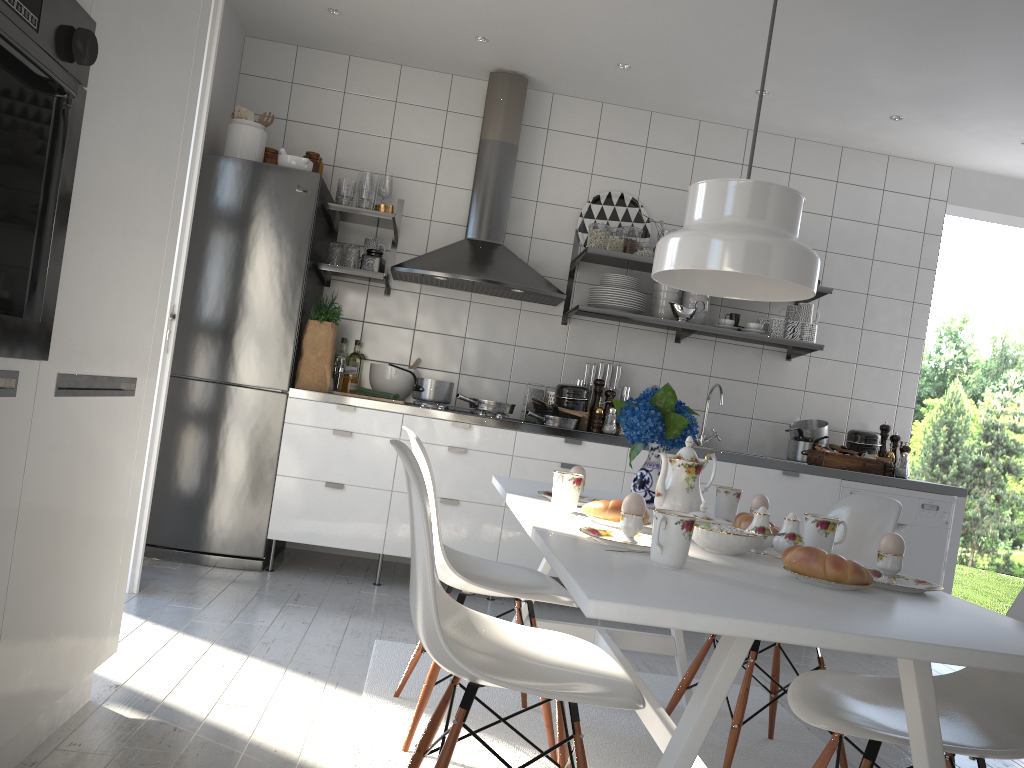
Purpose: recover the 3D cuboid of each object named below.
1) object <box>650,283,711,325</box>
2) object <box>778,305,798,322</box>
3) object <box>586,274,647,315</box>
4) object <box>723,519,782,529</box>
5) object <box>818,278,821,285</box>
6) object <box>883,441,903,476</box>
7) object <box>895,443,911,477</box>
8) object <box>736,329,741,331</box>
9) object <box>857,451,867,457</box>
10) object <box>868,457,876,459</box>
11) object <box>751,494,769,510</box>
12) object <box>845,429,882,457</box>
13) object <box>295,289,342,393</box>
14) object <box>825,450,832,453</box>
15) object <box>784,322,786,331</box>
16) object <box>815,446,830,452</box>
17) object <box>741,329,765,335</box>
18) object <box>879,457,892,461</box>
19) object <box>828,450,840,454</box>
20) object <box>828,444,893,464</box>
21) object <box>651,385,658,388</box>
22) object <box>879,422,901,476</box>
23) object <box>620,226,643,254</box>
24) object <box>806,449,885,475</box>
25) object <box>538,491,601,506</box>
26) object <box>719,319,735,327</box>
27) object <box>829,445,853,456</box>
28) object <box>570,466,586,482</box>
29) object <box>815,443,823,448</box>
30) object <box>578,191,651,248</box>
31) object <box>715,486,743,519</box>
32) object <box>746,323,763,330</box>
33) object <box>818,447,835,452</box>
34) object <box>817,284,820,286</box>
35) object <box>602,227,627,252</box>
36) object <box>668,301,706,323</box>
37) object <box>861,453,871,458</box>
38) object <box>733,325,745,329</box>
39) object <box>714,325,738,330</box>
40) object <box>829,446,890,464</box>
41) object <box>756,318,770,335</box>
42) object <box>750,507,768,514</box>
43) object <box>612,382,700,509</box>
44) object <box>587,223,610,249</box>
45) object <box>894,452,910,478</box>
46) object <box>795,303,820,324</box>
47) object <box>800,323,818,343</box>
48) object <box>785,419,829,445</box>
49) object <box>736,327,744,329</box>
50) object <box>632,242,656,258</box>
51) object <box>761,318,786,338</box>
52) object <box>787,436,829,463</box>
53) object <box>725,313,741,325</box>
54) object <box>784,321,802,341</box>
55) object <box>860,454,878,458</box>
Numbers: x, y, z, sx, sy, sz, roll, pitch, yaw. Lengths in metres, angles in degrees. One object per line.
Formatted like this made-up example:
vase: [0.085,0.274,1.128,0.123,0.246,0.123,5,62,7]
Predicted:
object: [0.871,-0.402,4.606,0.310,0.217,0.150,9,0,-8]
object: [1.457,-0.355,4.626,0.083,0.100,0.108,9,0,-36]
object: [0.535,-0.445,4.503,0.306,0.195,0.301,9,-1,-1]
object: [0.662,0.392,2.398,0.201,0.016,0.201,9,-1,0]
object: [1.533,-0.527,4.536,0.069,0.059,0.082,9,-1,-27]
object: [2.010,0.391,4.696,0.081,0.192,0.058,8,1,-16]
object: [2.087,0.407,4.724,0.058,0.184,0.058,9,1,23]
object: [1.147,-0.272,4.599,0.121,0.021,0.121,8,-2,29]
object: [1.770,0.384,4.639,0.242,0.082,0.348,8,-2,36]
object: [1.758,0.389,4.340,0.069,0.062,0.042,8,0,26]
object: [0.670,0.328,2.397,0.048,0.063,0.048,9,0,-1]
object: [1.864,0.322,4.705,0.191,0.159,0.197,9,-1,-44]
object: [-0.899,-0.212,4.142,0.174,0.509,0.282,8,0,-18]
object: [1.546,0.349,4.328,0.049,0.048,0.048,9,0,6]
object: [1.404,-0.263,4.571,0.083,0.100,0.108,9,0,-36]
object: [1.592,0.366,4.351,0.216,0.093,0.030,8,0,20]
object: [1.209,-0.257,4.448,0.121,0.021,0.121,9,-1,-1]
object: [1.807,0.375,4.623,0.065,0.021,0.335,10,-2,-42]
object: [1.657,0.380,4.355,0.220,0.084,0.030,8,0,20]
object: [1.798,0.361,4.586,0.333,0.061,0.059,7,-1,43]
object: [0.751,0.151,4.756,0.157,0.294,0.047,9,1,-5]
object: [2.028,0.350,4.779,0.123,0.283,0.061,9,1,0]
object: [0.598,-0.712,4.535,0.121,0.171,0.121,9,0,14]
object: [1.654,0.376,4.402,0.301,0.100,0.211,9,-1,-3]
object: [0.168,0.318,2.426,0.201,0.016,0.201,9,-1,0]
object: [1.078,-0.298,4.458,0.079,0.048,0.082,9,-1,-13]
object: [1.785,0.373,4.640,0.246,0.080,0.356,9,-1,3]
object: [0.178,0.255,2.425,0.048,0.063,0.048,9,0,-1]
object: [1.655,0.372,4.494,0.266,0.107,0.048,9,0,-9]
object: [0.543,-0.827,4.708,0.395,0.393,0.053,9,1,-5]
object: [0.629,0.352,2.602,0.078,0.095,0.091,9,0,-12]
object: [1.211,-0.278,4.446,0.079,0.048,0.083,8,-1,7]
object: [1.566,0.363,4.450,0.118,0.099,0.084,9,0,-12]
object: [1.509,-0.498,4.525,0.121,0.021,0.121,9,-1,-1]
object: [0.508,-0.708,4.425,0.121,0.130,0.121,9,0,-19]
object: [0.873,-0.364,4.451,0.210,0.135,0.102,9,0,-23]
object: [1.770,0.375,4.434,0.050,0.058,0.053,9,0,-12]
object: [1.148,-0.291,4.600,0.121,0.023,0.121,9,-2,-25]
object: [1.075,-0.277,4.460,0.121,0.021,0.121,9,-1,-8]
object: [1.786,0.366,4.575,0.064,0.044,0.334,9,-2,-39]
object: [1.302,-0.280,4.555,0.108,0.100,0.083,8,0,29]
object: [0.665,0.365,2.397,0.048,0.057,0.048,8,0,35]
object: [0.412,0.178,2.618,0.266,0.377,0.236,9,0,-3]
object: [0.444,-0.734,4.572,0.121,0.171,0.121,9,0,14]
object: [2.056,0.425,4.654,0.069,0.135,0.069,8,0,-25]
object: [1.494,-0.353,4.482,0.108,0.100,0.083,8,0,29]
object: [1.512,-0.249,4.489,0.108,0.100,0.083,9,0,-16]
object: [1.505,0.253,4.649,0.372,0.169,0.202,9,-1,-28]
object: [1.149,-0.281,4.598,0.121,0.023,0.121,10,-2,-34]
object: [0.660,-0.659,4.431,0.121,0.079,0.121,9,-1,-19]
object: [1.328,-0.277,4.487,0.083,0.100,0.108,9,0,-36]
object: [1.589,0.345,4.621,0.200,0.154,0.347,9,-1,-21]
object: [1.148,-0.326,4.604,0.055,0.078,0.070,9,0,-45]
object: [1.430,-0.262,4.481,0.108,0.100,0.083,9,0,-16]
object: [1.708,0.385,4.475,0.271,0.094,0.050,9,0,0]
